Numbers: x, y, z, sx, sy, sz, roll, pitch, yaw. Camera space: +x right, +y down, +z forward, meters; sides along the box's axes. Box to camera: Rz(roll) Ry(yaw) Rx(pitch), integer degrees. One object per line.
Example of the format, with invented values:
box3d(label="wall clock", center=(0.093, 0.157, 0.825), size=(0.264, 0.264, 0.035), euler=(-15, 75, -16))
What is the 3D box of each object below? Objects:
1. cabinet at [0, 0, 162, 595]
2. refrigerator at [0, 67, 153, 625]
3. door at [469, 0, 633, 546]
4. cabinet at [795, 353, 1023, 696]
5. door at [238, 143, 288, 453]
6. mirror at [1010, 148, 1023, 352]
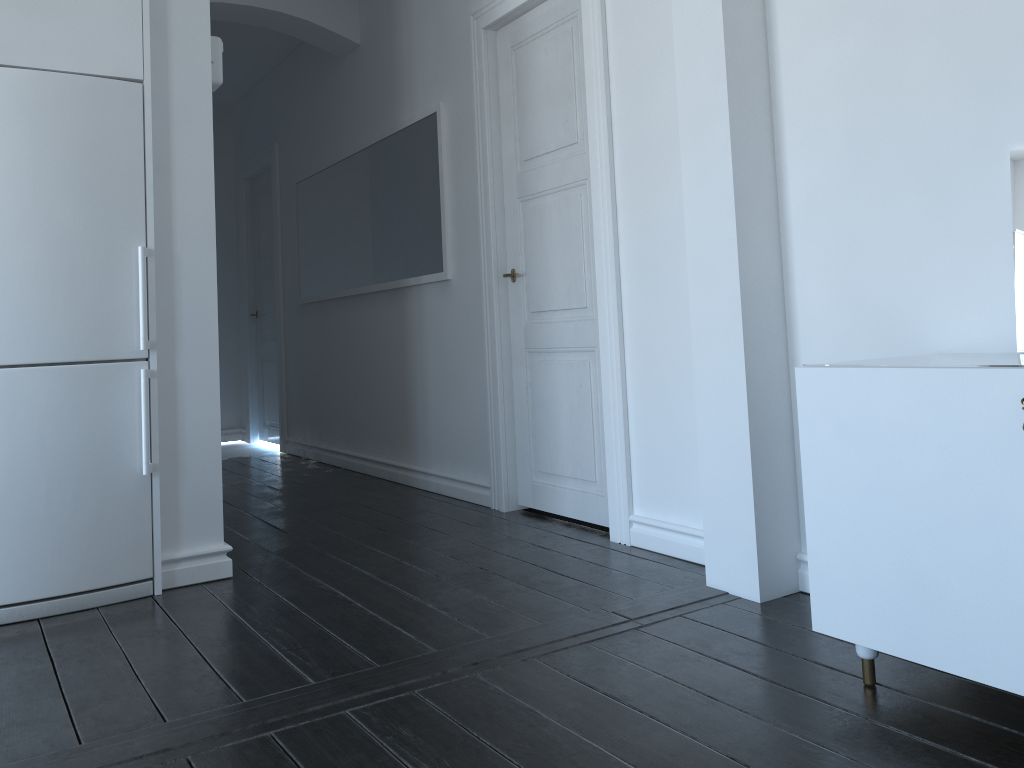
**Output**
box3d(label="cabinet", center=(-3.071, -0.342, 2.514), size=(3.797, 2.387, 0.774), euler=(-3, -2, -29))
box3d(label="refrigerator", center=(-1.678, -0.159, 3.192), size=(0.577, 1.813, 0.676), euler=(-1, -3, -33))
box3d(label="door", center=(0.167, -0.627, 3.962), size=(0.116, 2.491, 1.035), euler=(0, -3, -33))
box3d(label="cabinet", center=(1.222, 0.320, 1.696), size=(0.591, 0.739, 1.196), euler=(-2, 1, -33))
box3d(label="door", center=(-2.084, -0.714, 7.482), size=(0.116, 2.491, 1.064), euler=(0, -3, -33))
box3d(label="mirror", center=(1.431, -0.323, 1.888), size=(0.054, 0.505, 0.693), euler=(0, -1, -33))
